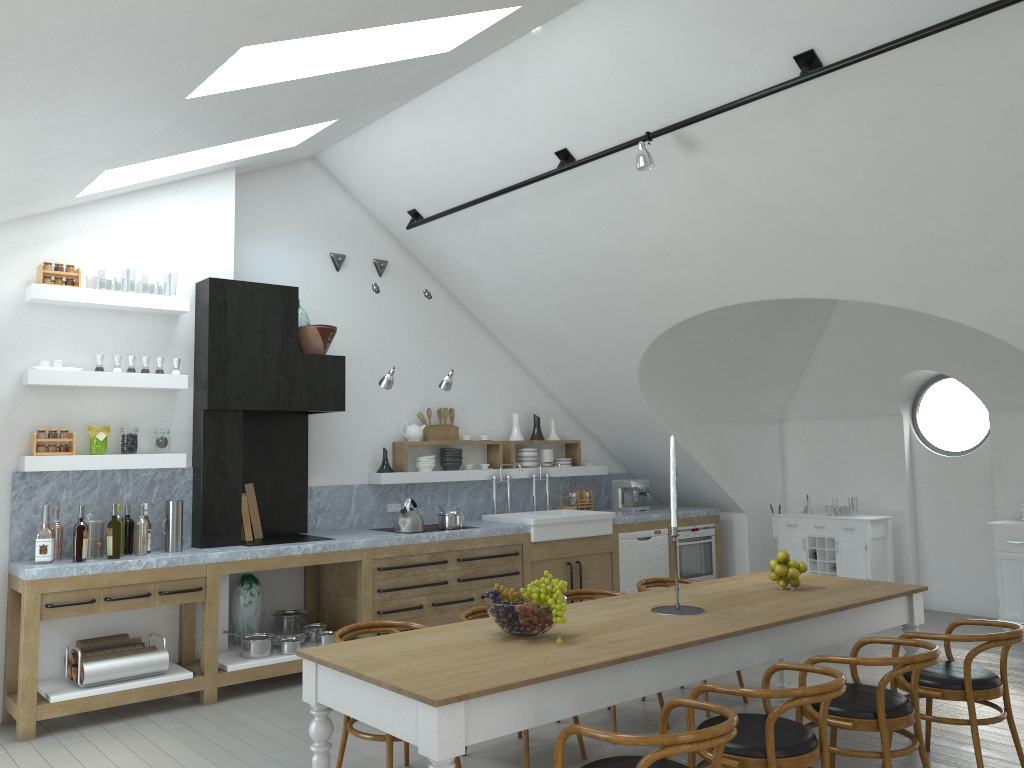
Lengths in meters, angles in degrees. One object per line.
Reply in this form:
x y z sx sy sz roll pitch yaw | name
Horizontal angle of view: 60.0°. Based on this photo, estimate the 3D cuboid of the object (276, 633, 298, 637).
-1.647 1.850 6.492 0.169 0.035 0.061 3 -6 -39 | object

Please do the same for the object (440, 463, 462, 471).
-0.556 0.756 8.102 0.205 0.072 0.205 -5 -6 38 | object

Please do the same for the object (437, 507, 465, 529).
-0.467 1.140 7.496 0.232 0.171 0.393 -4 -5 30 | object

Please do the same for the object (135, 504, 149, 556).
-2.420 0.954 5.791 0.085 0.332 0.085 3 -7 -31 | object

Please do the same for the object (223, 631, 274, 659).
-1.822 1.812 6.187 0.378 0.164 0.222 -5 -6 40 | object

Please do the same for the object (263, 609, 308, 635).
-1.815 1.847 6.887 0.455 0.198 0.267 -1 -5 -5 | object

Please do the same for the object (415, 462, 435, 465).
-0.776 0.728 7.924 0.181 0.065 0.180 -1 -4 -2 | object

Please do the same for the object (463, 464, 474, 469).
-0.407 0.774 8.251 0.098 0.049 0.098 3 -6 -42 | object

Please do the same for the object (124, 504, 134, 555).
-2.536 0.958 5.842 0.085 0.332 0.085 3 -7 -31 | object

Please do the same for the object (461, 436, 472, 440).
-0.423 0.506 8.270 0.098 0.049 0.098 3 -6 -42 | object

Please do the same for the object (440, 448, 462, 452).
-0.558 0.627 8.122 0.205 0.080 0.205 2 -6 -37 | object

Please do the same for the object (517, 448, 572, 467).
0.328 0.735 8.832 0.656 0.196 0.197 3 -6 -40 | object

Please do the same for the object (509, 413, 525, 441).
0.043 0.421 8.659 0.156 0.269 0.156 -6 -7 39 | object

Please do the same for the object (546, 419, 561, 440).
0.417 0.462 8.969 0.156 0.219 0.155 -4 -6 32 | object

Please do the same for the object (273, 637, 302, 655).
-1.591 1.831 6.233 0.260 0.113 0.153 -5 -6 40 | object

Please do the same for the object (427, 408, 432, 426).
-0.746 0.364 8.053 0.055 0.300 0.027 4 -8 -39 | object

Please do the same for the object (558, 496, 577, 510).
0.558 1.212 8.920 0.173 0.172 0.100 3 -7 -38 | object

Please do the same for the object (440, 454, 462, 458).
-0.555 0.680 8.111 0.205 0.072 0.205 -5 -6 38 | object

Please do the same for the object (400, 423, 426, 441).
-0.881 0.431 7.911 0.174 0.169 0.167 -4 -6 34 | object

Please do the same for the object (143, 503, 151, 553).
-2.444 0.961 5.898 0.081 0.330 0.081 0 -6 -12 | object

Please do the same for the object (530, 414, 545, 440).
0.249 0.429 8.823 0.156 0.269 0.156 3 -7 -35 | object

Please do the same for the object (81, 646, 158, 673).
-2.440 1.710 5.513 0.436 0.094 0.092 3 -6 -42 | object

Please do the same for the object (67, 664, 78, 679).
-2.576 1.792 5.646 0.454 0.090 0.090 3 -6 -42 | object

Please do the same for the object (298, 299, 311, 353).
-1.741 -0.435 7.166 0.231 0.505 0.230 -1 -6 2 | object

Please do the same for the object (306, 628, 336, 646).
-1.371 1.843 6.441 0.153 0.113 0.260 3 -6 -40 | object

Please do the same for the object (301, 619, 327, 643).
-1.485 1.853 6.654 0.182 0.134 0.308 0 -5 -15 | object

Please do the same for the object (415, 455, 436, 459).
-0.773 0.676 7.933 0.181 0.076 0.180 -1 -5 -2 | object

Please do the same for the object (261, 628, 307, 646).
-1.727 1.850 6.463 0.508 0.053 0.263 -3 -5 27 | object

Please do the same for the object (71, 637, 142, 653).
-2.606 1.700 5.710 0.422 0.073 0.071 3 -6 -42 | object

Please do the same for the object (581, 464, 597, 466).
0.783 0.845 9.207 0.213 0.025 0.213 -4 -5 38 | object

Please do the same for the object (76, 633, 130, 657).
-2.576 1.644 5.583 0.291 0.102 0.103 3 -6 -42 | object

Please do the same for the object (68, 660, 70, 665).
-2.630 1.790 5.715 0.436 0.092 0.091 3 -6 -42 | object

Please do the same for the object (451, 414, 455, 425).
-0.550 0.374 8.214 0.057 0.295 0.030 4 -8 -39 | object

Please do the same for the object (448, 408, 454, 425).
-0.567 0.371 8.177 0.067 0.299 0.039 4 -8 -39 | object

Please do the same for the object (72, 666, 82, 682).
-2.506 1.788 5.595 0.479 0.084 0.093 3 -6 -42 | object

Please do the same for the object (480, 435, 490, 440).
-0.257 0.513 8.405 0.098 0.049 0.098 3 -6 -42 | object

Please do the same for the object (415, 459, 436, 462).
-0.774 0.705 7.929 0.181 0.069 0.180 1 -5 -22 | object

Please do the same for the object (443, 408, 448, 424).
-0.615 0.368 8.135 0.057 0.300 0.019 4 -8 -39 | object

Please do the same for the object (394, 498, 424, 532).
-0.835 1.059 7.195 0.246 0.268 0.245 2 -6 -29 | object

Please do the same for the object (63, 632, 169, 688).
-2.506 1.739 5.616 0.527 0.232 0.428 3 -6 -42 | object

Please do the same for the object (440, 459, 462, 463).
-0.557 0.729 8.104 0.205 0.086 0.205 -1 -5 -2 | object

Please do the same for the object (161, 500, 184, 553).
-2.284 0.954 5.952 0.164 0.340 0.114 3 -7 -36 | object

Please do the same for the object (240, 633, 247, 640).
-1.779 1.775 6.088 0.190 0.153 0.051 3 -7 -39 | object

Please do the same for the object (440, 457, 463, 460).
-0.551 0.701 8.105 0.205 0.087 0.205 -1 -5 3 | object

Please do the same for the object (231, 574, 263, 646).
-1.966 1.667 6.577 0.231 0.500 0.230 -1 -6 2 | object

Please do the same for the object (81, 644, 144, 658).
-2.511 1.699 5.555 0.362 0.087 0.101 3 -6 -42 | object

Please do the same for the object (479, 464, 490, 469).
-0.258 0.781 8.373 0.098 0.049 0.098 3 -6 -42 | object

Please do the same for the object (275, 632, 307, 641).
-1.606 1.841 6.431 0.247 0.045 0.041 3 -6 -40 | object

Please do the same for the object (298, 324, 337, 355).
-1.544 -0.324 6.889 0.348 0.237 0.365 1 -5 -22 | object

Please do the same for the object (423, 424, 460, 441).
-0.647 0.446 8.112 0.353 0.158 0.084 3 -7 -39 | object

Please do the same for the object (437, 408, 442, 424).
-0.654 0.368 8.128 0.061 0.300 0.040 4 -8 -42 | object

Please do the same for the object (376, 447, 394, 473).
-1.100 0.659 7.692 0.156 0.219 0.155 -4 -6 32 | object

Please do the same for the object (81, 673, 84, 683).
-2.458 1.792 5.536 0.422 0.067 0.067 3 -6 -42 | object

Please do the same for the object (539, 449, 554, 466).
0.344 0.731 8.814 0.158 0.160 0.153 0 -5 -11 | object

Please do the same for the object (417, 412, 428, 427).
-0.773 0.380 8.026 0.199 0.260 0.016 2 -7 -29 | object

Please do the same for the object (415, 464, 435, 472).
-0.775 0.750 7.923 0.181 0.064 0.180 0 -5 -17 | object

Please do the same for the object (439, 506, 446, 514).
-0.550 1.114 7.474 0.051 0.167 0.235 5 -7 -44 | object

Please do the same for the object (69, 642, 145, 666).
-2.569 1.719 5.637 0.434 0.080 0.114 3 -6 -42 | object

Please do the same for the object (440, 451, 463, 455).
-0.555 0.655 8.119 0.205 0.084 0.205 0 -5 -12 | object
